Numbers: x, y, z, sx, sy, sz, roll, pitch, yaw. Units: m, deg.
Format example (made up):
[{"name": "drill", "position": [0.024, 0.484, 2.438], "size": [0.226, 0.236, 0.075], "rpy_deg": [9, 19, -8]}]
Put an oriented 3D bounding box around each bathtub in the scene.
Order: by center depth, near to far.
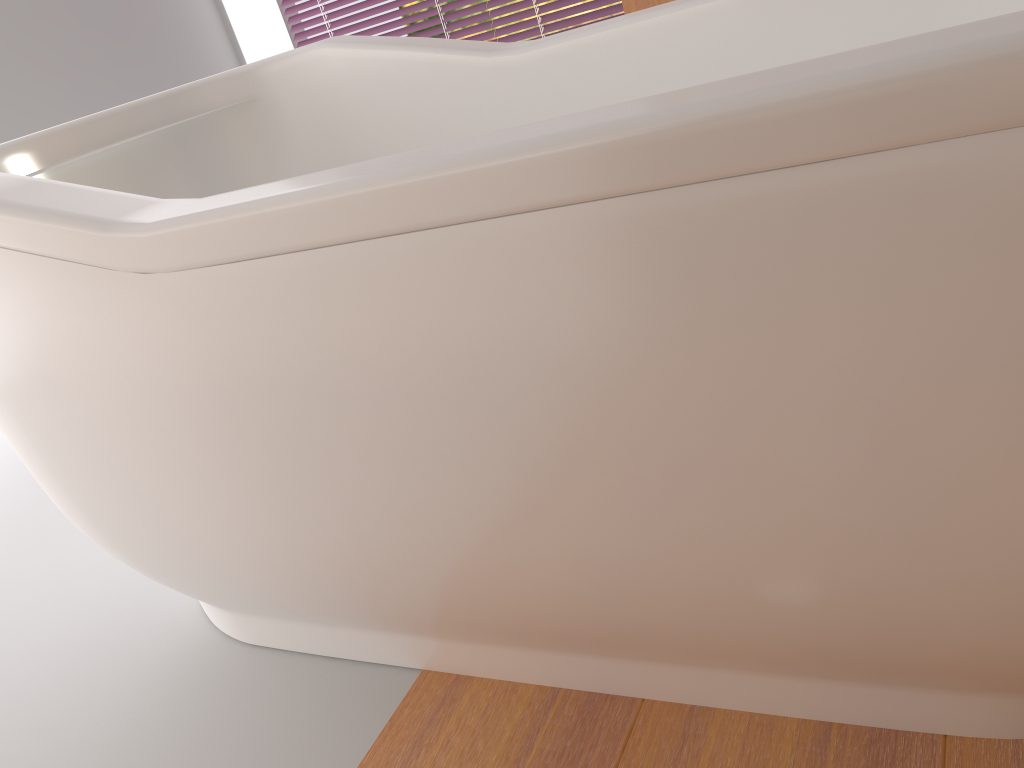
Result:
[{"name": "bathtub", "position": [0.079, -0.236, 1.061], "size": [1.874, 0.900, 0.888], "rpy_deg": [-3, 27, 30]}]

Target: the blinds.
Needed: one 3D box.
[{"name": "blinds", "position": [1.014, -1.882, 2.545], "size": [4.712, 2.022, 0.032], "rpy_deg": [-3, 27, 30]}]
